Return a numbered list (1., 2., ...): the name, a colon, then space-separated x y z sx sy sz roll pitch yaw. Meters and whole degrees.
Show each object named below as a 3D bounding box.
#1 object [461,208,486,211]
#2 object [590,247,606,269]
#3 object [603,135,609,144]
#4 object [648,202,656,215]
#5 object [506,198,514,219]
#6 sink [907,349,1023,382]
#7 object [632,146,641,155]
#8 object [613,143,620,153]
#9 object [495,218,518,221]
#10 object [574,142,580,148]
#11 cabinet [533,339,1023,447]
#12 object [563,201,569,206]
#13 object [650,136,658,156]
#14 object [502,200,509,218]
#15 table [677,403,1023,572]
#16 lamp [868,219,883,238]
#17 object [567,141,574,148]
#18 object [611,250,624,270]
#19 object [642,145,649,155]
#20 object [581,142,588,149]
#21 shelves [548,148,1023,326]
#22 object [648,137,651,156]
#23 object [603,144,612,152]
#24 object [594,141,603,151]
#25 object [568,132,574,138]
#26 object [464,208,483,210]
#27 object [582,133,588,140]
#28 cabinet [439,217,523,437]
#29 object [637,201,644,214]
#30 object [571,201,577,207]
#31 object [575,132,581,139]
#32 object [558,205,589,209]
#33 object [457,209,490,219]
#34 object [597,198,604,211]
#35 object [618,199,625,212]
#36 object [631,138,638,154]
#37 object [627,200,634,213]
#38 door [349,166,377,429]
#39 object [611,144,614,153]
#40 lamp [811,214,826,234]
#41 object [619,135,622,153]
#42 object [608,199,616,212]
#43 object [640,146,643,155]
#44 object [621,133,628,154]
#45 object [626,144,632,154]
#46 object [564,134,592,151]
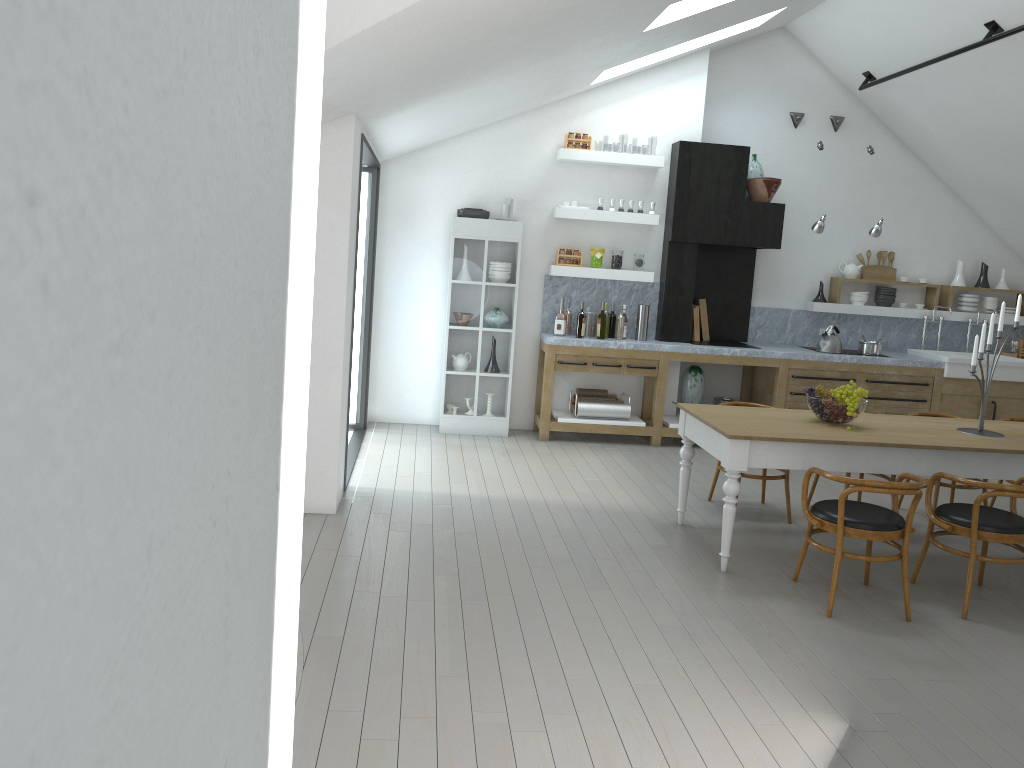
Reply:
1. object: -0.359 -1.547 8.180 0.238 0.119 0.239 3 8 -6
2. object: 0.802 -1.199 8.418 0.163 0.198 0.128 3 7 -11
3. object: 0.881 -2.252 8.352 0.048 0.169 0.048 4 7 2
4. object: 1.330 -1.664 8.403 0.067 0.124 0.064 3 7 -12
5. object: -0.027 -1.619 8.254 0.071 0.210 0.072 6 7 17
6. sink: 4.598 -0.182 8.839 1.020 0.201 0.730 3 8 -6
7. object: 1.167 -2.184 8.321 0.077 0.085 0.077 8 8 26
8. object: 0.972 -2.198 8.272 0.071 0.098 0.071 -2 10 -41
9. object: -0.053 -1.517 8.217 0.151 0.024 0.295 7 9 18
10. object: 0.612 -2.228 8.292 0.059 0.075 0.059 6 8 17
11. cabinet: 3.429 0.252 8.928 6.426 1.018 1.007 3 7 -6
12. object: 0.509 -1.683 8.338 0.058 0.061 0.057 3 7 -6
13. object: 1.323 -2.220 8.287 0.063 0.186 0.063 -1 9 -37
14. object: -0.064 -1.600 8.155 0.054 0.195 0.054 6 7 19
15. table: 2.765 0.687 5.540 3.348 0.796 1.022 3 8 -6
16. lamp: 3.444 -1.467 8.350 0.112 0.176 0.169 2 8 -14
17. object: 0.545 -2.232 8.285 0.059 0.075 0.059 6 8 17
18. object: 1.000 -1.182 8.441 0.120 0.182 0.121 5 7 9
19. object: 1.248 -2.182 8.300 0.071 0.098 0.071 -2 10 -41
20. object: 0.678 -2.224 8.299 0.059 0.075 0.059 6 8 17
21. shelves: 3.089 -1.411 8.940 5.548 1.357 0.482 2 7 -11
22. object: 1.299 -2.226 8.346 0.054 0.178 0.054 0 8 -30
23. object: 0.892 -2.200 8.293 0.077 0.085 0.077 8 8 26
24. object: 0.809 -2.219 8.313 0.082 0.105 0.082 -1 9 -37
25. object: 0.551 -2.317 8.275 0.059 0.075 0.059 6 8 17
26. object: -0.359 -1.556 8.178 0.170 0.119 0.171 3 8 -6
27. object: 0.684 -2.309 8.289 0.059 0.075 0.059 6 8 17
28. cabinet: -0.302 -0.535 8.310 0.641 1.983 0.362 3 7 -6
29. object: 1.219 -1.670 8.392 0.067 0.124 0.064 3 7 -12
30. object: 0.583 -1.684 8.343 0.054 0.071 0.054 3 7 -7
31. object: 0.618 -2.313 8.282 0.059 0.075 0.059 6 8 17
32. object: 0.581 -1.656 8.346 0.295 0.024 0.113 3 8 -6
33. object: -0.360 -1.538 8.181 0.298 0.119 0.300 3 8 -6
34. object: 0.836 -1.693 8.362 0.067 0.124 0.064 3 7 -12
35. object: 1.033 -1.680 8.367 0.067 0.124 0.064 3 7 -12
36. object: 1.157 -2.236 8.381 0.048 0.169 0.048 4 7 2
37. object: 1.126 -1.676 8.391 0.067 0.124 0.064 3 7 -12
38. door: -1.776 -0.759 7.791 1.051 2.339 0.080 1 7 -21
39. object: 0.954 -2.210 8.361 0.094 0.093 0.094 8 8 26
40. lamp: 2.869 -1.496 8.295 0.115 0.177 0.165 6 8 12
41. object: 1.023 -2.242 8.318 0.054 0.178 0.054 0 8 -30
42. object: 0.947 -1.687 8.374 0.067 0.124 0.064 3 7 -12
43. object: 1.229 -2.194 8.389 0.094 0.093 0.094 8 8 26
44. object: 1.047 -2.235 8.258 0.063 0.186 0.063 -1 9 -37
45. object: 1.085 -2.203 8.341 0.082 0.105 0.082 -1 9 -37
46. object: 0.615 -2.251 8.288 0.237 0.145 0.121 3 7 -6
